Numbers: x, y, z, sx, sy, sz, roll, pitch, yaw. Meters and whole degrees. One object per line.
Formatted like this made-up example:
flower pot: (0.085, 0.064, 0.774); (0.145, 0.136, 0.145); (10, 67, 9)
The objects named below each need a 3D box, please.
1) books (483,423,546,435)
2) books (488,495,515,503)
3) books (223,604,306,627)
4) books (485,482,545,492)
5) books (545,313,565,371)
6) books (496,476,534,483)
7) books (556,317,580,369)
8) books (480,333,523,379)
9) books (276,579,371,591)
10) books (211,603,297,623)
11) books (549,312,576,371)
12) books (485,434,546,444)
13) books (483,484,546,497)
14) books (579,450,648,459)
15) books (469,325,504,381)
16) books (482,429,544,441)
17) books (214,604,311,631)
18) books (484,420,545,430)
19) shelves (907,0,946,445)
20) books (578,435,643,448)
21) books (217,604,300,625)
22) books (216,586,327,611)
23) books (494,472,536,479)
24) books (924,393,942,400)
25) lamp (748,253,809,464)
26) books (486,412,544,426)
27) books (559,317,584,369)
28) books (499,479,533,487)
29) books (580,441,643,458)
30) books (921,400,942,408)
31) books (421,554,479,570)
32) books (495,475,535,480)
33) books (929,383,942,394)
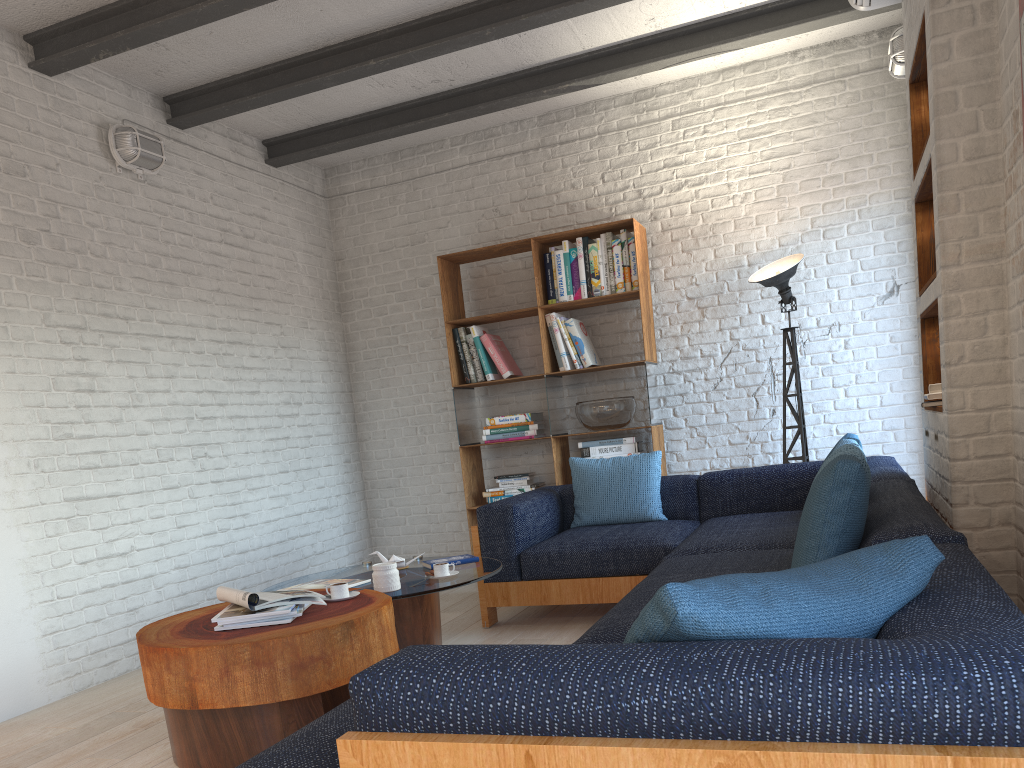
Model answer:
books: (0.017, 0.308, 5.931); (0.381, 0.037, 0.241); (-7, -3, 15)
books: (0.039, 0.782, 6.013); (0.329, 0.056, 0.251); (-8, -3, 31)
books: (-0.847, 0.787, 3.021); (0.251, 0.011, 0.317); (-6, -3, -10)
books: (0.026, 0.709, 6.003); (0.381, 0.018, 0.241); (-7, -3, 14)
books: (0.320, -0.265, 5.757); (0.102, 0.388, 0.239); (-4, 5, 21)
books: (0.024, 0.657, 6.028); (0.237, 0.019, 0.169); (-7, -3, 14)
books: (0.402, -0.259, 5.714); (0.125, 0.353, 0.267); (-4, 4, 21)
books: (-0.070, -0.182, 5.919); (0.196, 0.322, 0.250); (-5, 4, 21)
books: (-0.815, 0.875, 3.779); (0.321, 0.011, 0.249); (-8, -4, 34)
books: (-0.865, 0.766, 2.996); (0.252, 0.011, 0.317); (-6, -3, -5)
books: (0.347, -0.269, 5.722); (0.104, 0.388, 0.239); (-4, 5, 21)
books: (0.027, 0.374, 5.952); (0.358, 0.021, 0.268); (-8, -3, 21)
books: (0.017, 0.738, 6.022); (0.382, 0.037, 0.241); (-8, -3, 21)
books: (0.651, 0.474, 5.732); (0.447, 0.021, 0.268); (-8, -3, 21)
books: (-0.167, -0.202, 5.927); (0.122, 0.386, 0.239); (-4, 5, 21)
books: (0.013, 0.346, 5.946); (0.381, 0.037, 0.241); (-7, -3, 16)
books: (-0.849, 0.797, 3.007); (0.252, 0.011, 0.316); (-6, -3, 0)
books: (0.019, 0.280, 5.946); (0.358, 0.021, 0.269); (-7, -3, 19)
shelves: (1.559, -0.520, 3.071); (0.193, 1.445, 0.753); (-4, 6, 21)
books: (0.649, 0.380, 5.731); (0.382, 0.037, 0.241); (-8, -3, 21)
books: (-0.860, 0.777, 3.005); (0.251, 0.011, 0.317); (-6, -3, -10)
books: (-0.850, 0.755, 3.072); (0.269, 0.110, 0.324); (-5, -2, -37)
books: (0.022, 0.630, 6.002); (0.253, 0.017, 0.160); (-8, -3, 21)
books: (1.579, 0.037, 3.129); (0.172, 0.019, 0.233); (-8, -3, 23)
lamp: (1.720, 0.154, 4.918); (0.505, 1.868, 0.857); (-7, 5, -7)
books: (0.022, 0.240, 5.936); (0.328, 0.056, 0.251); (-8, -3, 23)
books: (0.426, -0.262, 5.715); (0.125, 0.353, 0.267); (-4, 4, 21)
books: (0.029, 0.683, 6.022); (0.207, 0.034, 0.131); (-7, -3, 21)
books: (0.661, 0.430, 5.740); (0.381, 0.065, 0.241); (-7, -3, 15)
books: (1.579, 0.064, 3.146); (0.163, 0.017, 0.248); (-8, -4, 31)
books: (-0.287, 0.825, 4.050); (0.230, 0.023, 0.163); (-5, -3, -21)
books: (0.026, 0.643, 6.017); (0.244, 0.008, 0.154); (-8, -3, 21)
books: (1.580, 0.010, 3.131); (0.133, 0.034, 0.203); (-8, -3, 31)
